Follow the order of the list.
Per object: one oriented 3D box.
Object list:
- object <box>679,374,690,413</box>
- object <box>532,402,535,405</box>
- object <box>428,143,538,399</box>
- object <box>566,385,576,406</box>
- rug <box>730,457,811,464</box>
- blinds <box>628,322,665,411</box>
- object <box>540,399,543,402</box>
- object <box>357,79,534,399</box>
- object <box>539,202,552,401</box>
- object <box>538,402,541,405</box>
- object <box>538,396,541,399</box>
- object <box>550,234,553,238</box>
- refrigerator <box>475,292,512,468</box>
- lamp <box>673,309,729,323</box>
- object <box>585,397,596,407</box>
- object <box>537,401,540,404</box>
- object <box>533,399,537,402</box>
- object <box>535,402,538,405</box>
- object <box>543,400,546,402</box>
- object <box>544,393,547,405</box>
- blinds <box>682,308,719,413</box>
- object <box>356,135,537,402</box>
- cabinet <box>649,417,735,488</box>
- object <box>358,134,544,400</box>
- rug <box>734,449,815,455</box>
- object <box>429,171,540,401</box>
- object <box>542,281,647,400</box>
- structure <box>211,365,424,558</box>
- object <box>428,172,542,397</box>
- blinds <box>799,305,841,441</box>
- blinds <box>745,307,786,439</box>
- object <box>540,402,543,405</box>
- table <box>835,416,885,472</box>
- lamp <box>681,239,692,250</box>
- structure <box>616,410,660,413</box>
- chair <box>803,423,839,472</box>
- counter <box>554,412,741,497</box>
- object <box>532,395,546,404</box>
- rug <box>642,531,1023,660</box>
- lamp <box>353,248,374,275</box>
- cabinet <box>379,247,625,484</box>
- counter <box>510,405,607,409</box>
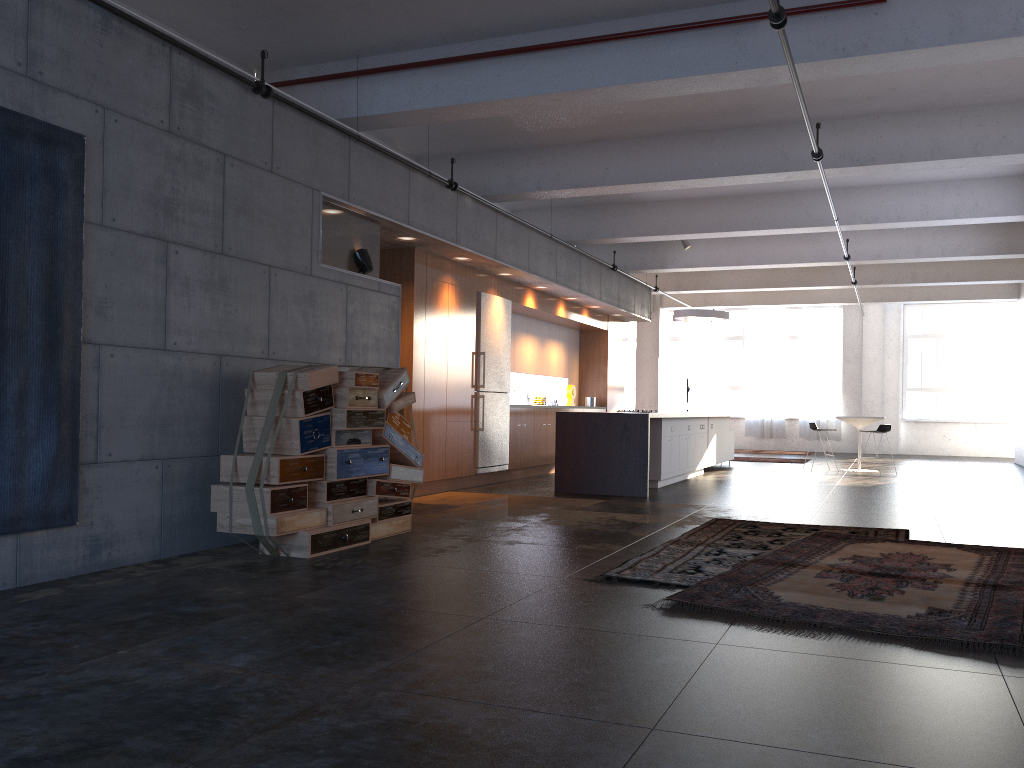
[{"bbox_3d":[4.196,0.705,21.790,1.163,1.919,1.071,1,-1,22],"label":"object"},{"bbox_3d":[-3.404,0.634,8.870,0.053,1.095,13.003,1,-1,35],"label":"object"},{"bbox_3d":[0.383,0.217,14.139,0.051,0.060,0.058,2,-1,-33],"label":"object"},{"bbox_3d":[1.036,0.202,15.387,0.098,0.381,0.278,1,-1,23],"label":"object"},{"bbox_3d":[4.728,1.566,18.611,2.842,0.029,1.882,0,-2,22],"label":"rug"},{"bbox_3d":[3.697,-0.430,24.218,1.011,3.712,0.319,1,0,20],"label":"blinds"},{"bbox_3d":[0.502,-0.853,12.944,0.053,2.228,2.410,1,-1,-1],"label":"object"},{"bbox_3d":[0.367,0.232,14.203,0.052,0.053,0.062,1,-1,-20],"label":"object"},{"bbox_3d":[0.469,0.263,14.190,0.065,0.053,0.050,2,-1,-30],"label":"object"},{"bbox_3d":[-0.775,-1.186,11.483,0.057,2.867,6.049,1,-1,24],"label":"object"},{"bbox_3d":[-1.020,-0.990,9.447,0.058,2.164,10.021,1,-1,17],"label":"object"},{"bbox_3d":[0.453,0.267,14.243,0.051,0.053,0.063,0,-1,29],"label":"object"},{"bbox_3d":[-0.283,-0.039,11.494,0.217,2.190,0.969,1,-1,20],"label":"refrigerator"},{"bbox_3d":[3.313,-1.231,16.107,1.023,0.130,1.063,2,-2,-21],"label":"lamp"},{"bbox_3d":[1.409,0.323,15.931,0.193,0.170,0.188,1,-1,-19],"label":"object"},{"bbox_3d":[0.422,0.295,14.122,0.052,0.053,0.062,1,-1,4],"label":"object"},{"bbox_3d":[0.365,0.266,14.149,0.052,0.054,0.062,1,-1,14],"label":"object"},{"bbox_3d":[0.399,0.319,14.157,0.050,0.055,0.062,1,-1,13],"label":"object"},{"bbox_3d":[-3.034,-1.001,9.412,0.061,2.210,12.058,1,-1,36],"label":"object"},{"bbox_3d":[0.541,0.260,14.892,0.059,0.209,0.146,1,-1,23],"label":"object"},{"bbox_3d":[5.064,-0.422,23.653,1.017,3.674,0.366,1,0,21],"label":"blinds"},{"bbox_3d":[0.394,0.279,14.205,0.052,0.053,0.061,1,-1,-25],"label":"object"},{"bbox_3d":[2.619,0.975,14.037,0.908,0.930,5.734,1,-2,23],"label":"cabinet"},{"bbox_3d":[-0.394,-0.926,10.839,0.053,2.168,6.941,1,-1,15],"label":"object"},{"bbox_3d":[5.919,1.691,22.173,3.085,0.009,1.842,0,-2,21],"label":"rug"},{"bbox_3d":[-0.180,-0.905,11.419,0.056,2.189,5.686,1,-1,13],"label":"object"},{"bbox_3d":[0.505,0.226,14.201,0.054,0.060,0.056,2,-1,-45],"label":"object"},{"bbox_3d":[-1.282,0.505,6.523,0.628,1.315,1.942,1,-1,23],"label":"structure"},{"bbox_3d":[0.475,0.223,14.243,0.062,0.051,0.054,1,-1,15],"label":"object"},{"bbox_3d":[7.881,-0.421,22.552,1.015,3.750,0.347,1,0,19],"label":"blinds"},{"bbox_3d":[6.622,-0.423,23.037,1.022,3.697,0.343,1,0,18],"label":"blinds"},{"bbox_3d":[1.454,-0.767,15.222,0.056,2.309,2.980,1,-1,41],"label":"object"},{"bbox_3d":[6.064,1.046,15.445,0.816,0.951,0.841,1,-1,22],"label":"table"},{"bbox_3d":[2.851,-2.351,14.576,0.221,0.287,0.132,1,-1,5],"label":"lamp"},{"bbox_3d":[1.808,0.406,12.677,0.504,0.072,0.649,0,-2,22],"label":"structure"},{"bbox_3d":[5.360,1.122,15.367,0.505,0.895,0.463,1,-1,-1],"label":"chair"},{"bbox_3d":[2.365,0.926,13.470,1.125,0.971,6.756,1,-2,23],"label":"counter"},{"bbox_3d":[-3.530,0.572,8.868,0.931,1.214,13.447,0,-2,34],"label":"object"},{"bbox_3d":[2.292,1.163,5.410,1.841,0.048,3.591,0,-2,32],"label":"rug"},{"bbox_3d":[-1.338,-1.077,7.877,0.211,0.258,0.172,1,-1,4],"label":"lamp"},{"bbox_3d":[-0.537,-0.081,13.753,2.344,2.562,8.229,1,-1,23],"label":"cabinet"},{"bbox_3d":[0.101,0.362,14.309,1.583,0.039,4.528,0,-2,23],"label":"counter"}]
